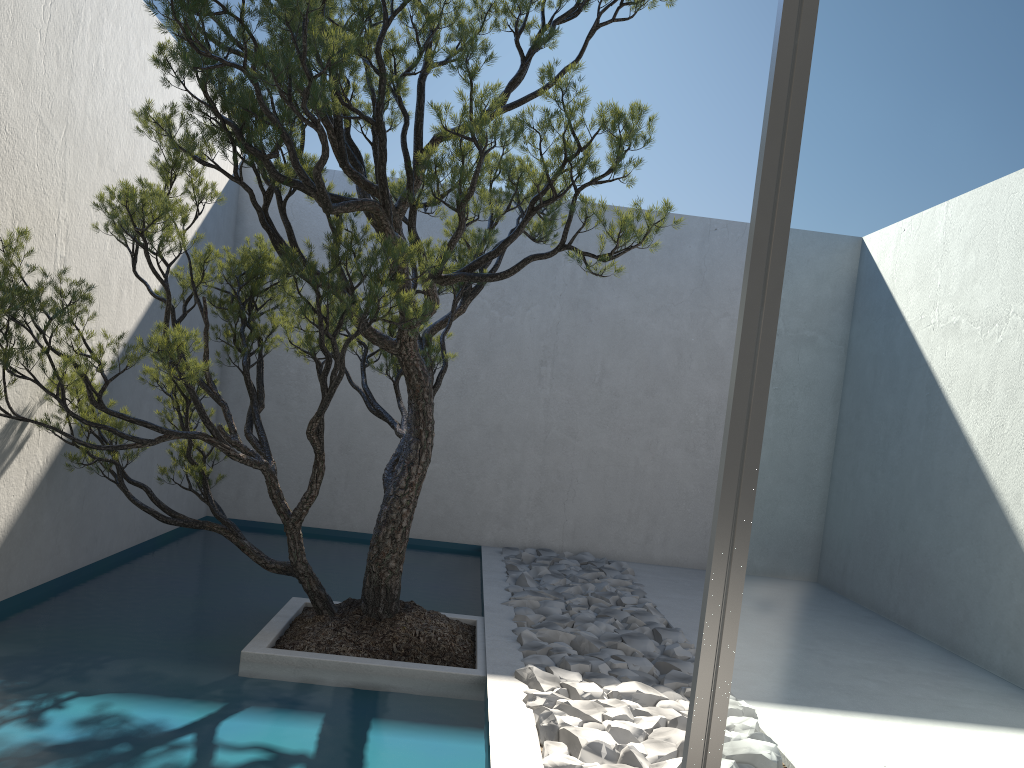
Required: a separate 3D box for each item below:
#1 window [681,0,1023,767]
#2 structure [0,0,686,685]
[{"bbox_3d":[1.239,-0.230,1.088,1.886,3.010,0.021,7,3,-3],"label":"window"},{"bbox_3d":[-0.747,-0.368,3.798,2.590,3.477,2.512,6,1,-9],"label":"structure"}]
